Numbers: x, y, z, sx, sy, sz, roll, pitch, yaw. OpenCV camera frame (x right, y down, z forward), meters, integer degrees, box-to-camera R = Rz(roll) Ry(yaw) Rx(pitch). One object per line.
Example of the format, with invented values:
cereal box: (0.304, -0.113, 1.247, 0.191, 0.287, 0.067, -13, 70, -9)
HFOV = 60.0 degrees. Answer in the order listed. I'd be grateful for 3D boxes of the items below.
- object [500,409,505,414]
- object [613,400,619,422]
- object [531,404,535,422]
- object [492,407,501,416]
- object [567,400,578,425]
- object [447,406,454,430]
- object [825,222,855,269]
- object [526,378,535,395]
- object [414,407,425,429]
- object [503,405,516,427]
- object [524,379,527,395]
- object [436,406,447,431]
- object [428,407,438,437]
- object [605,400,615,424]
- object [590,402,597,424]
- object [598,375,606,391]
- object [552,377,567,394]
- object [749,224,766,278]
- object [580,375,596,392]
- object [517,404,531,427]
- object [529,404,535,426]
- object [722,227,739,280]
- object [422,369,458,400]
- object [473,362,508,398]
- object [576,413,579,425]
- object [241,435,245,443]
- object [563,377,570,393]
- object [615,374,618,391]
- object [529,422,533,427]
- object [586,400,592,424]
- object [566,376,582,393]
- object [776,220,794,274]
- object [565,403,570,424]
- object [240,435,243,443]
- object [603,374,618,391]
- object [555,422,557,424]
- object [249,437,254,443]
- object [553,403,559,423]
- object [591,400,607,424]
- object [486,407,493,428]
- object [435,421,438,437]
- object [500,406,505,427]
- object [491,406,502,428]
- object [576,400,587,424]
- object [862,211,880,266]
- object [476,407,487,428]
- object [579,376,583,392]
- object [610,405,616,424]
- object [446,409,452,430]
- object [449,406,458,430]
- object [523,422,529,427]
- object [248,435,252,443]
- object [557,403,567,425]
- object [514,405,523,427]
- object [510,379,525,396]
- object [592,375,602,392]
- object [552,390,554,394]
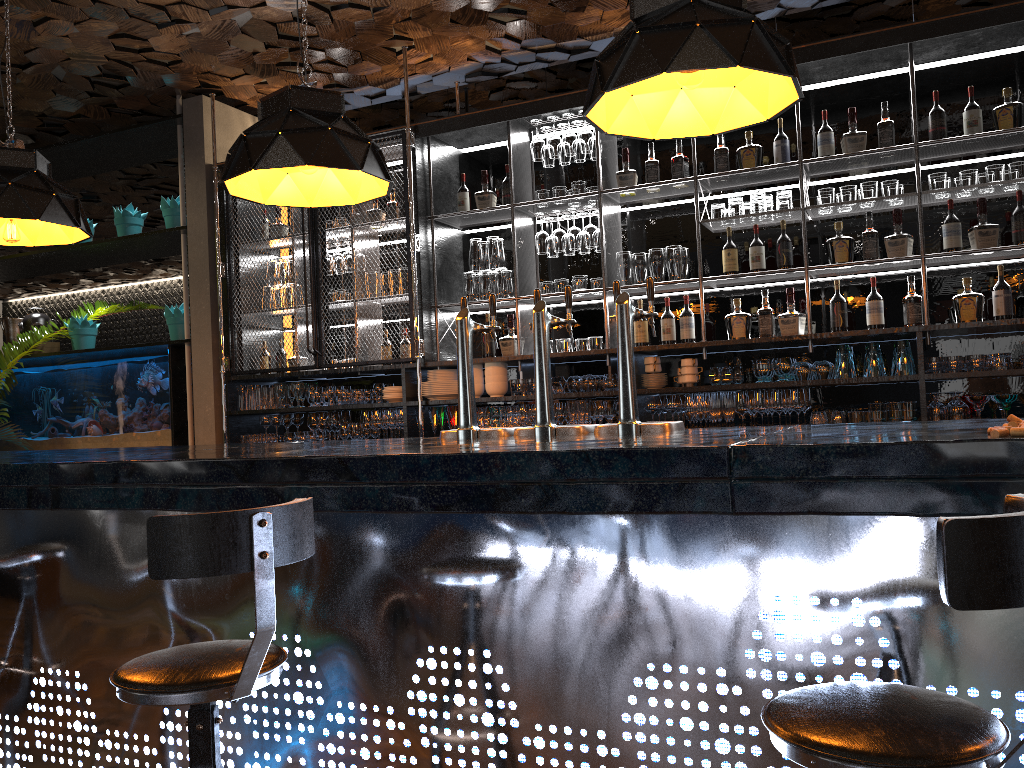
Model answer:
object: (-0.072, 0.250, 5.694, 0.082, 0.213, 0.082, -2, -2, -35)
object: (0.630, 0.200, 5.164, 0.071, 0.217, 0.071, -4, -2, 33)
object: (0.158, 0.226, 5.292, 0.084, 0.216, 0.084, -4, -2, 40)
object: (-0.103, 0.249, 5.613, 0.082, 0.213, 0.082, -1, -2, -45)
object: (0.360, 0.210, 5.236, 0.071, 0.226, 0.071, -3, -2, -4)
object: (-0.372, 0.254, 5.647, 0.073, 0.229, 0.073, -3, -2, 13)
object: (1.773, -0.751, 4.798, 0.151, 0.248, 0.094, -3, -2, 13)
object: (0.131, 0.018, 5.371, 0.100, 0.100, 0.089, -2, -2, -29)
object: (-0.583, 0.264, 5.645, 0.073, 0.229, 0.073, -3, -2, 13)
object: (-0.011, 0.238, 5.373, 0.082, 0.213, 0.082, -2, -2, -36)
object: (0.073, 0.023, 5.461, 0.100, 0.100, 0.089, -3, -2, -3)
object: (-0.442, 0.256, 5.603, 0.073, 0.229, 0.073, -3, -2, 13)
object: (-0.499, 0.261, 5.684, 0.073, 0.229, 0.073, -3, -2, 13)
object: (0.572, 0.205, 5.248, 0.092, 0.218, 0.092, -2, -2, -15)
object: (0.494, 0.210, 5.312, 0.092, 0.218, 0.092, -2, -2, -15)
object: (0.531, -0.002, 5.364, 0.093, 0.099, 0.093, -3, -2, 12)
object: (0.276, 0.009, 5.310, 0.109, 0.100, 0.109, -3, -2, 8)
object: (1.385, -0.754, 5.009, 0.086, 0.298, 0.086, -2, -2, -17)
object: (0.445, -0.003, 5.178, 0.093, 0.099, 0.093, -4, -2, 44)
object: (0.073, 0.231, 5.332, 0.084, 0.216, 0.084, -3, -2, 13)
object: (0.134, 0.231, 5.452, 0.084, 0.216, 0.084, -4, -2, 36)
object: (1.242, -0.745, 5.046, 0.086, 0.299, 0.086, -2, -2, -17)
object: (-0.440, 0.006, 5.695, 0.306, 0.195, 0.300, -3, -2, 26)
object: (-0.173, -0.022, 5.538, 0.309, 0.216, 0.149, -3, -2, 22)
object: (0.393, 0.211, 5.313, 0.071, 0.226, 0.071, -3, -2, -4)
object: (-1.879, 0.407, 6.207, 0.033, 0.101, 0.033, -1, -2, -41)
object: (0.342, 0.010, 5.454, 0.109, 0.100, 0.109, -3, -2, 8)
object: (0.589, -0.007, 5.216, 0.095, 0.096, 0.095, -3, -2, 25)
object: (0.109, 0.239, 5.614, 0.082, 0.213, 0.082, -3, -2, 15)
object: (0.443, 0.206, 5.243, 0.071, 0.226, 0.071, -3, -2, -4)
object: (0.372, 0.003, 5.262, 0.093, 0.099, 0.093, -4, -2, 41)
object: (1.511, -0.762, 4.921, 0.086, 0.297, 0.086, -2, -2, -17)
object: (0.353, 0.223, 5.502, 0.084, 0.216, 0.084, -1, -2, -43)
object: (-1.903, 0.410, 6.249, 0.028, 0.097, 0.028, -3, -2, 14)
object: (0.569, -0.009, 5.110, 0.095, 0.096, 0.095, -3, -2, -2)
object: (0.268, 0.227, 5.533, 0.084, 0.216, 0.084, -3, -2, 23)
object: (-1.806, 0.412, 6.149, 0.034, 0.080, 0.034, -4, -2, 38)
object: (0.241, 0.221, 5.255, 0.084, 0.216, 0.084, -2, -2, -23)
object: (0.513, 0.205, 5.156, 0.092, 0.218, 0.092, -2, -2, -15)
object: (-0.148, 0.249, 5.533, 0.082, 0.213, 0.082, -3, -2, 1)
object: (-0.503, 0.264, 5.769, 0.073, 0.229, 0.073, -3, -2, 13)
object: (-0.056, 0.243, 5.492, 0.082, 0.213, 0.082, -3, -2, 4)
object: (-0.094, 0.243, 5.414, 0.082, 0.213, 0.082, -2, -2, -32)
object: (0.410, 0.206, 5.169, 0.071, 0.226, 0.071, -3, -2, -4)
object: (1.913, -0.777, 4.735, 0.083, 0.282, 0.083, -3, -2, 24)
object: (-0.189, 0.248, 5.457, 0.082, 0.213, 0.082, -2, -2, -36)
object: (0.417, 0.004, 5.361, 0.093, 0.099, 0.093, -3, -2, 12)
object: (0.601, 0.207, 5.382, 0.092, 0.218, 0.092, -2, -2, -15)
object: (-0.395, 0.257, 5.729, 0.073, 0.229, 0.073, -3, -2, 13)
object: (-0.355, 0.251, 5.559, 0.073, 0.229, 0.073, -3, -2, 13)
object: (0.070, 0.239, 5.534, 0.082, 0.213, 0.082, -3, -2, 12)
object: (-1.835, 0.405, 6.206, 0.031, 0.098, 0.031, -2, -2, -27)
object: (0.295, 0.222, 5.381, 0.084, 0.216, 0.084, -2, -2, -23)
object: (0.033, 0.238, 5.453, 0.082, 0.213, 0.082, -3, -2, 6)
object: (0.033, 0.022, 5.355, 0.100, 0.100, 0.089, -4, -2, 29)
object: (0.484, -0.002, 5.274, 0.093, 0.099, 0.093, -3, -2, -4)
object: (0.238, 0.040, 5.407, 0.049, 0.048, 0.044, -3, -2, 12)
